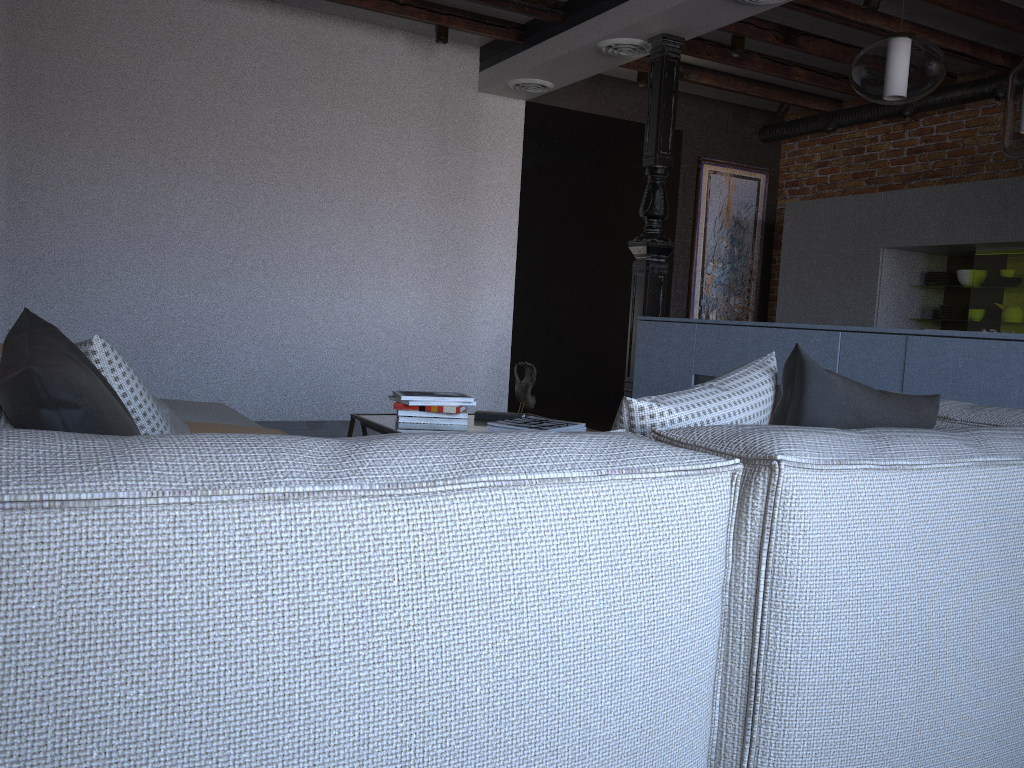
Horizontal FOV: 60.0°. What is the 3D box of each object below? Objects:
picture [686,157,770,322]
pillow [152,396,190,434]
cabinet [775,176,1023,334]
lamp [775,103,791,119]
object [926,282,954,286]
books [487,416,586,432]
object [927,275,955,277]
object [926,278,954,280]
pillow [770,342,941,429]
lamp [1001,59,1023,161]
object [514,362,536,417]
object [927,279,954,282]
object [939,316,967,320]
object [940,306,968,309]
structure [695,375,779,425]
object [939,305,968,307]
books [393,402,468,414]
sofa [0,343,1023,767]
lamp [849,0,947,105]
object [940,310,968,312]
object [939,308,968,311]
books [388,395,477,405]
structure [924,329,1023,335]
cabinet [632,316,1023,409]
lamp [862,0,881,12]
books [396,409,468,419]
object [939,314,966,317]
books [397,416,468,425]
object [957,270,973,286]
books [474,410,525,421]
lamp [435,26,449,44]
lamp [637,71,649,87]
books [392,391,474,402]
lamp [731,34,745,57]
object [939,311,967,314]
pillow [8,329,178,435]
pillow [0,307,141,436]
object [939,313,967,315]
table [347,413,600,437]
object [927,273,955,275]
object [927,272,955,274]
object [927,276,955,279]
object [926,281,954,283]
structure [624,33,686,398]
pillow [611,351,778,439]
[{"bbox_3d":[1.873,-1.178,7.708,0.780,1.471,0.067,1,5,-28],"label":"picture"},{"bbox_3d":[-0.922,0.063,2.118,0.485,0.314,0.358,5,5,14],"label":"pillow"},{"bbox_3d":[3.381,-0.311,5.335,0.713,1.809,4.172,1,5,-29],"label":"cabinet"},{"bbox_3d":[2.184,-2.235,7.129,0.130,0.207,0.091,6,6,33],"label":"lamp"},{"bbox_3d":[3.023,-0.699,6.268,0.180,0.027,0.180,6,5,30],"label":"object"},{"bbox_3d":[0.089,0.152,3.069,0.225,0.038,0.308,6,5,31],"label":"books"},{"bbox_3d":[3.026,-0.753,6.263,0.180,0.027,0.180,6,5,30],"label":"object"},{"bbox_3d":[3.025,-0.731,6.265,0.180,0.027,0.180,6,5,30],"label":"object"},{"bbox_3d":[0.625,0.130,1.741,0.538,0.417,0.238,0,6,-39],"label":"pillow"},{"bbox_3d":[1.843,-1.264,3.061,0.195,0.955,0.197,3,5,1],"label":"lamp"},{"bbox_3d":[0.048,0.020,3.497,0.099,0.223,0.093,4,5,11],"label":"object"},{"bbox_3d":[3.024,-0.721,6.266,0.180,0.027,0.180,6,5,30],"label":"object"},{"bbox_3d":[3.069,-0.457,6.178,0.180,0.027,0.180,6,5,30],"label":"object"},{"bbox_3d":[3.072,-0.521,6.172,0.180,0.027,0.180,6,5,30],"label":"object"},{"bbox_3d":[1.247,0.176,4.067,0.332,0.394,0.943,1,5,-29],"label":"structure"},{"bbox_3d":[3.073,-0.531,6.171,0.180,0.027,0.180,6,5,30],"label":"object"},{"bbox_3d":[-0.290,0.079,3.210,0.239,0.023,0.190,4,4,6],"label":"books"},{"bbox_3d":[-0.350,0.263,2.583,2.536,0.698,3.299,1,5,-29],"label":"sofa"},{"bbox_3d":[1.562,-1.465,3.555,0.364,0.665,0.364,8,7,44],"label":"lamp"},{"bbox_3d":[3.071,-0.499,6.174,0.180,0.027,0.180,6,5,30],"label":"object"},{"bbox_3d":[3.072,-0.510,6.173,0.180,0.027,0.180,6,5,30],"label":"object"},{"bbox_3d":[-0.289,0.060,3.229,0.268,0.014,0.196,1,5,-30],"label":"books"},{"bbox_3d":[1.932,-0.151,3.079,0.504,0.057,0.763,1,5,-29],"label":"structure"},{"bbox_3d":[1.617,0.202,3.636,0.607,0.844,2.958,1,5,-29],"label":"cabinet"},{"bbox_3d":[1.904,-2.061,4.656,0.119,0.203,0.091,7,6,41],"label":"lamp"},{"bbox_3d":[-0.294,0.099,3.236,0.251,0.023,0.209,3,4,-9],"label":"books"},{"bbox_3d":[3.069,-0.467,6.177,0.180,0.027,0.180,6,5,30],"label":"object"},{"bbox_3d":[-0.294,0.121,3.238,0.247,0.024,0.209,3,4,-9],"label":"books"},{"bbox_3d":[3.142,-0.717,6.064,0.191,0.113,0.191,2,5,-20],"label":"object"},{"bbox_3d":[-0.044,0.121,3.390,0.182,0.029,0.129,4,5,9],"label":"books"},{"bbox_3d":[-0.465,-2.290,5.694,0.120,0.184,0.082,4,5,13],"label":"lamp"},{"bbox_3d":[0.939,-2.266,6.448,0.113,0.184,0.082,6,5,26],"label":"lamp"},{"bbox_3d":[-0.288,0.044,3.228,0.268,0.014,0.196,2,5,-17],"label":"books"},{"bbox_3d":[1.412,-2.171,5.582,0.121,0.184,0.082,0,6,-36],"label":"lamp"},{"bbox_3d":[3.071,-0.489,6.175,0.180,0.027,0.180,6,5,30],"label":"object"},{"bbox_3d":[-0.805,0.068,1.761,0.293,0.354,0.495,-1,6,-43],"label":"pillow"},{"bbox_3d":[-0.691,0.085,1.437,0.263,0.400,0.510,0,6,-34],"label":"pillow"},{"bbox_3d":[3.070,-0.478,6.176,0.180,0.027,0.180,6,5,30],"label":"object"},{"bbox_3d":[-0.095,0.345,3.139,0.842,0.389,0.848,1,5,-29],"label":"table"},{"bbox_3d":[3.027,-0.763,6.262,0.180,0.027,0.180,6,5,30],"label":"object"},{"bbox_3d":[3.027,-0.773,6.262,0.180,0.027,0.180,6,5,30],"label":"object"},{"bbox_3d":[3.025,-0.742,6.264,0.180,0.027,0.180,6,5,30],"label":"object"},{"bbox_3d":[3.023,-0.710,6.267,0.180,0.027,0.180,6,5,30],"label":"object"},{"bbox_3d":[-1.904,-0.666,2.092,0.481,2.395,8.513,8,6,42],"label":"structure"},{"bbox_3d":[0.315,0.136,1.603,0.250,0.402,0.543,8,6,43],"label":"pillow"}]
